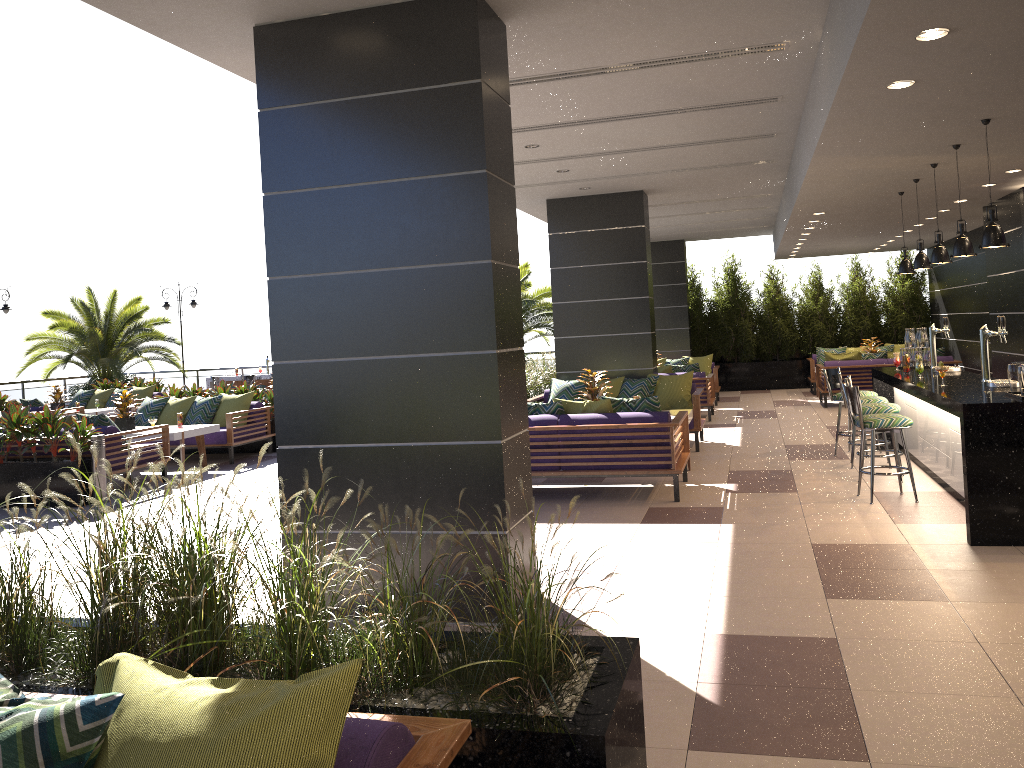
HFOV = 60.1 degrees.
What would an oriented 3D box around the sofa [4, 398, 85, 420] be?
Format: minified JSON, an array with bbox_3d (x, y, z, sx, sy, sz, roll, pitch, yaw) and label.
[{"bbox_3d":[-8.511,0.681,15.015,2.124,0.920,1.121,-3,2,15],"label":"sofa"}]

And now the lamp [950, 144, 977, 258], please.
[{"bbox_3d":[3.449,-1.409,6.809,0.163,0.864,0.162,-3,0,-32],"label":"lamp"}]

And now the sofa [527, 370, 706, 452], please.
[{"bbox_3d":[1.308,0.344,11.110,2.124,0.920,1.121,-3,2,15],"label":"sofa"}]

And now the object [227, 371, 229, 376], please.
[{"bbox_3d":[-6.702,-0.196,20.851,0.105,0.209,0.105,-3,0,-10],"label":"object"}]

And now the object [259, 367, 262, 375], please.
[{"bbox_3d":[-5.714,-0.298,20.106,0.069,0.181,0.068,-3,0,-13],"label":"object"}]

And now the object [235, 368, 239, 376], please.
[{"bbox_3d":[-6.296,-0.278,20.260,0.084,0.190,0.067,-3,0,40],"label":"object"}]

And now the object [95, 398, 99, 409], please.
[{"bbox_3d":[-7.639,0.358,16.299,0.069,0.211,0.069,-3,0,3],"label":"object"}]

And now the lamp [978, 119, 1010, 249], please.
[{"bbox_3d":[3.217,-1.347,5.953,0.163,0.864,0.162,-3,0,-32],"label":"lamp"}]

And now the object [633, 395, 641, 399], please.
[{"bbox_3d":[1.396,0.220,9.863,0.084,0.190,0.067,-3,0,40],"label":"object"}]

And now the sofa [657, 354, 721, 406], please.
[{"bbox_3d":[2.822,-0.057,16.711,2.124,0.920,1.121,-3,2,15],"label":"sofa"}]

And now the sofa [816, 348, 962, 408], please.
[{"bbox_3d":[6.233,-0.141,14.771,2.124,0.920,1.121,-3,2,15],"label":"sofa"}]

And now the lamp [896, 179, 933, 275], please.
[{"bbox_3d":[4.012,-1.558,8.894,0.192,0.864,1.083,-3,2,15],"label":"lamp"}]

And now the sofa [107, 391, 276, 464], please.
[{"bbox_3d":[-4.559,0.605,12.383,2.124,0.920,1.121,-3,2,15],"label":"sofa"}]

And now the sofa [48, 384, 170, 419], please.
[{"bbox_3d":[-7.895,0.520,17.244,2.124,0.920,1.121,-3,2,15],"label":"sofa"}]

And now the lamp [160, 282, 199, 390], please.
[{"bbox_3d":[-8.469,-0.965,22.735,1.121,3.328,0.264,-3,0,15],"label":"lamp"}]

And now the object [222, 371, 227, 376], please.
[{"bbox_3d":[-6.725,-0.189,20.738,0.105,0.209,0.105,-3,0,-10],"label":"object"}]

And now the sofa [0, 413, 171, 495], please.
[{"bbox_3d":[-5.175,0.766,10.154,2.124,0.920,1.121,-3,2,15],"label":"sofa"}]

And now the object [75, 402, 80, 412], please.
[{"bbox_3d":[-7.691,0.407,15.673,0.067,0.190,0.084,-3,0,-45],"label":"object"}]

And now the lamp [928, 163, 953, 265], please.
[{"bbox_3d":[3.673,-1.468,7.637,0.163,0.864,0.162,-3,0,-32],"label":"lamp"}]

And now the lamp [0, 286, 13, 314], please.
[{"bbox_3d":[-11.603,-0.623,19.827,0.263,3.328,1.123,-3,0,15],"label":"lamp"}]

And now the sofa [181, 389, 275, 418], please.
[{"bbox_3d":[-4.194,0.502,13.845,2.124,0.920,1.121,-3,2,15],"label":"sofa"}]

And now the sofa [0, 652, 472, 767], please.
[{"bbox_3d":[-1.247,1.022,1.655,2.124,0.920,1.121,-3,2,15],"label":"sofa"}]

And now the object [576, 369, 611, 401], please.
[{"bbox_3d":[0.890,0.092,9.660,0.429,0.526,0.426,-3,1,27],"label":"object"}]

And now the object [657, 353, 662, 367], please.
[{"bbox_3d":[2.466,-0.327,15.501,0.429,0.526,0.426,-3,1,32],"label":"object"}]

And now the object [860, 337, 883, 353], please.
[{"bbox_3d":[6.509,-0.583,15.989,0.429,0.526,0.426,-3,1,32],"label":"object"}]

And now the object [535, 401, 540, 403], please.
[{"bbox_3d":[0.283,0.290,9.553,0.069,0.211,0.069,-3,0,-2],"label":"object"}]

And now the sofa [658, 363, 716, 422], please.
[{"bbox_3d":[2.152,0.120,14.232,2.124,0.920,1.121,-3,2,15],"label":"sofa"}]

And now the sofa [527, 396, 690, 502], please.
[{"bbox_3d":[0.539,0.548,8.264,2.124,0.920,1.121,-3,2,15],"label":"sofa"}]

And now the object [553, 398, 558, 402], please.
[{"bbox_3d":[0.500,0.259,10.143,0.069,0.181,0.069,-3,0,-2],"label":"object"}]

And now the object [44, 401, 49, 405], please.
[{"bbox_3d":[-8.721,0.412,16.567,0.106,0.197,0.105,-4,1,-42],"label":"object"}]

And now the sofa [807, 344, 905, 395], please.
[{"bbox_3d":[6.903,-0.319,17.250,2.124,0.920,1.121,-3,2,15],"label":"sofa"}]
